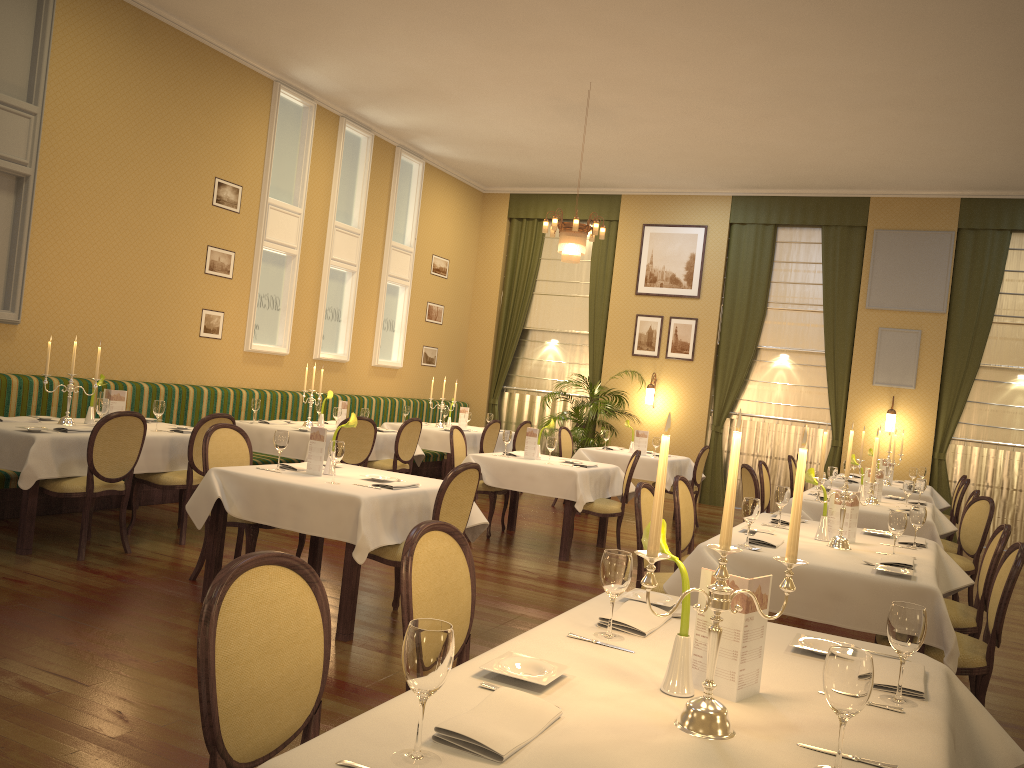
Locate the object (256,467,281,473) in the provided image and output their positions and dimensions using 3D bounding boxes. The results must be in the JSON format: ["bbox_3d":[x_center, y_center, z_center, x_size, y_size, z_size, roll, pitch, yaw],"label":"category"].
[{"bbox_3d":[-1.377,0.488,5.035,0.185,0.010,0.017,6,0,26],"label":"object"}]

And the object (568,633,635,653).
[{"bbox_3d":[0.231,0.669,2.293,0.185,0.010,0.017,6,0,26],"label":"object"}]

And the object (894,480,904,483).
[{"bbox_3d":[4.532,1.139,10.305,0.160,0.024,0.160,6,0,25],"label":"object"}]

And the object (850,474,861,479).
[{"bbox_3d":[4.032,1.081,10.411,0.142,0.033,0.273,6,0,25],"label":"object"}]

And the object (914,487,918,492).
[{"bbox_3d":[4.209,1.101,9.293,0.142,0.033,0.273,6,0,25],"label":"object"}]

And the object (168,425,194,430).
[{"bbox_3d":[-2.590,0.346,6.968,0.160,0.024,0.160,6,0,25],"label":"object"}]

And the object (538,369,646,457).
[{"bbox_3d":[1.116,0.629,12.713,1.496,1.807,1.552,6,0,6],"label":"object"}]

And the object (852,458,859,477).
[{"bbox_3d":[3.946,0.970,10.230,0.088,0.229,0.088,6,0,-17],"label":"object"}]

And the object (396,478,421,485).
[{"bbox_3d":[-0.607,0.572,5.184,0.181,0.015,0.038,6,0,27],"label":"object"}]

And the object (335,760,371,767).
[{"bbox_3d":[-0.202,0.619,1.410,0.181,0.015,0.038,6,0,27],"label":"object"}]

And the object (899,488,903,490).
[{"bbox_3d":[4.090,1.095,9.167,0.181,0.015,0.038,6,0,27],"label":"object"}]

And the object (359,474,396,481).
[{"bbox_3d":[-0.775,0.549,5.139,0.160,0.024,0.160,6,0,25],"label":"object"}]

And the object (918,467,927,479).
[{"bbox_3d":[4.559,1.039,9.864,0.088,0.229,0.088,6,0,-17],"label":"object"}]

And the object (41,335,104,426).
[{"bbox_3d":[-3.154,-0.031,6.348,0.131,0.655,0.390,6,0,44],"label":"object"}]

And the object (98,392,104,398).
[{"bbox_3d":[-3.175,0.177,6.893,0.088,0.229,0.088,6,0,-17],"label":"object"}]

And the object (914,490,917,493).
[{"bbox_3d":[4.069,1.088,9.005,0.160,0.024,0.160,6,0,25],"label":"object"}]

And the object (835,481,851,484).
[{"bbox_3d":[3.473,1.026,9.267,0.181,0.015,0.038,6,0,27],"label":"object"}]

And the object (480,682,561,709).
[{"bbox_3d":[0.018,0.645,1.837,0.185,0.010,0.017,6,0,26],"label":"object"}]

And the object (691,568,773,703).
[{"bbox_3d":[0.504,0.567,1.997,0.166,0.277,0.081,6,0,-3],"label":"object"}]

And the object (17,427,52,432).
[{"bbox_3d":[-3.053,0.295,5.668,0.160,0.024,0.160,6,0,25],"label":"object"}]

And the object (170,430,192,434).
[{"bbox_3d":[-2.465,0.361,6.792,0.142,0.024,0.273,6,0,25],"label":"object"}]

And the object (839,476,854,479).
[{"bbox_3d":[3.706,1.047,9.827,0.160,0.024,0.160,6,0,25],"label":"object"}]

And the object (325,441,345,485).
[{"bbox_3d":[-0.959,0.425,4.804,0.088,0.229,0.088,6,0,-17],"label":"object"}]

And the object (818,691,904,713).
[{"bbox_3d":[0.806,0.733,2.053,0.185,0.010,0.017,6,0,25],"label":"object"}]

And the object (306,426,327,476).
[{"bbox_3d":[-1.130,0.383,5.109,0.081,0.277,0.166,6,0,-18],"label":"object"}]

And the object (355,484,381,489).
[{"bbox_3d":[-0.791,0.554,4.821,0.185,0.010,0.017,6,0,25],"label":"object"}]

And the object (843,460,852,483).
[{"bbox_3d":[3.527,0.924,9.345,0.088,0.229,0.088,6,0,-17],"label":"object"}]

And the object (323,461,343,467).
[{"bbox_3d":[-1.165,0.506,5.552,0.160,0.024,0.160,6,0,25],"label":"object"}]

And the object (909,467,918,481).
[{"bbox_3d":[4.280,1.008,9.474,0.088,0.229,0.088,6,0,-17],"label":"object"}]

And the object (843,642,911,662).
[{"bbox_3d":[1.025,0.755,2.492,0.181,0.015,0.038,6,0,27],"label":"object"}]

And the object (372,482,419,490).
[{"bbox_3d":[-0.650,0.564,4.964,0.142,0.024,0.273,6,0,25],"label":"object"}]

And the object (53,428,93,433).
[{"bbox_3d":[-2.913,0.308,5.955,0.142,0.033,0.273,6,0,25],"label":"object"}]

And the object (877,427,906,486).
[{"bbox_3d":[4.099,0.777,9.642,0.390,0.655,0.131,6,0,-9],"label":"object"}]

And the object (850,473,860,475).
[{"bbox_3d":[4.119,1.093,10.668,0.160,0.024,0.160,6,0,25],"label":"object"}]

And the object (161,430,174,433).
[{"bbox_3d":[-2.606,0.350,6.649,0.185,0.010,0.017,6,0,25],"label":"object"}]

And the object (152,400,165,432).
[{"bbox_3d":[-2.625,0.238,6.576,0.088,0.229,0.088,6,0,-17],"label":"object"}]

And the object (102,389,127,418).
[{"bbox_3d":[-2.943,0.181,6.517,0.166,0.277,0.081,6,0,-3],"label":"object"}]

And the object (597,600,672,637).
[{"bbox_3d":[0.357,0.674,2.554,0.142,0.033,0.273,6,0,25],"label":"object"}]

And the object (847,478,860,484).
[{"bbox_3d":[3.655,1.039,9.518,0.142,0.033,0.273,6,0,25],"label":"object"}]

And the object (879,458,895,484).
[{"bbox_3d":[4.179,0.974,9.854,0.166,0.277,0.081,6,0,-3],"label":"object"}]

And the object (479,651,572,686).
[{"bbox_3d":[0.030,0.640,1.970,0.160,0.024,0.160,6,0,25],"label":"object"}]

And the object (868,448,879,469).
[{"bbox_3d":[4.035,0.907,9.872,0.076,0.375,0.163,6,0,-43],"label":"object"}]

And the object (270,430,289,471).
[{"bbox_3d":[-1.337,0.383,5.114,0.088,0.229,0.088,6,0,-17],"label":"object"}]

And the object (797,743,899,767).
[{"bbox_3d":[0.644,0.715,1.707,0.185,0.010,0.017,6,0,25],"label":"object"}]

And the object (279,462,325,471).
[{"bbox_3d":[-1.251,0.493,5.295,0.142,0.033,0.273,6,0,25],"label":"object"}]

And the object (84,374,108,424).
[{"bbox_3d":[-3.108,0.111,6.620,0.076,0.375,0.163,6,0,7],"label":"object"}]

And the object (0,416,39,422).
[{"bbox_3d":[-3.467,0.246,6.180,0.142,0.033,0.273,6,0,25],"label":"object"}]

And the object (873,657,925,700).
[{"bbox_3d":[0.982,0.748,2.272,0.142,0.024,0.273,6,0,25],"label":"object"}]

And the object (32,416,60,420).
[{"bbox_3d":[-3.416,0.254,6.490,0.160,0.024,0.160,6,0,25],"label":"object"}]

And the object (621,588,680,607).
[{"bbox_3d":[0.444,0.686,2.810,0.160,0.024,0.160,6,0,25],"label":"object"}]

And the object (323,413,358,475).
[{"bbox_3d":[-1.001,0.347,5.171,0.163,0.375,0.076,6,0,2],"label":"object"}]

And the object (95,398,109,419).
[{"bbox_3d":[-2.842,0.214,6.137,0.088,0.229,0.088,6,0,-17],"label":"object"}]

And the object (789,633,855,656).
[{"bbox_3d":[0.857,0.732,2.448,0.160,0.024,0.160,6,0,25],"label":"object"}]

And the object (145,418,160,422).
[{"bbox_3d":[-3.003,0.300,7.330,0.160,0.024,0.160,6,0,25],"label":"object"}]
